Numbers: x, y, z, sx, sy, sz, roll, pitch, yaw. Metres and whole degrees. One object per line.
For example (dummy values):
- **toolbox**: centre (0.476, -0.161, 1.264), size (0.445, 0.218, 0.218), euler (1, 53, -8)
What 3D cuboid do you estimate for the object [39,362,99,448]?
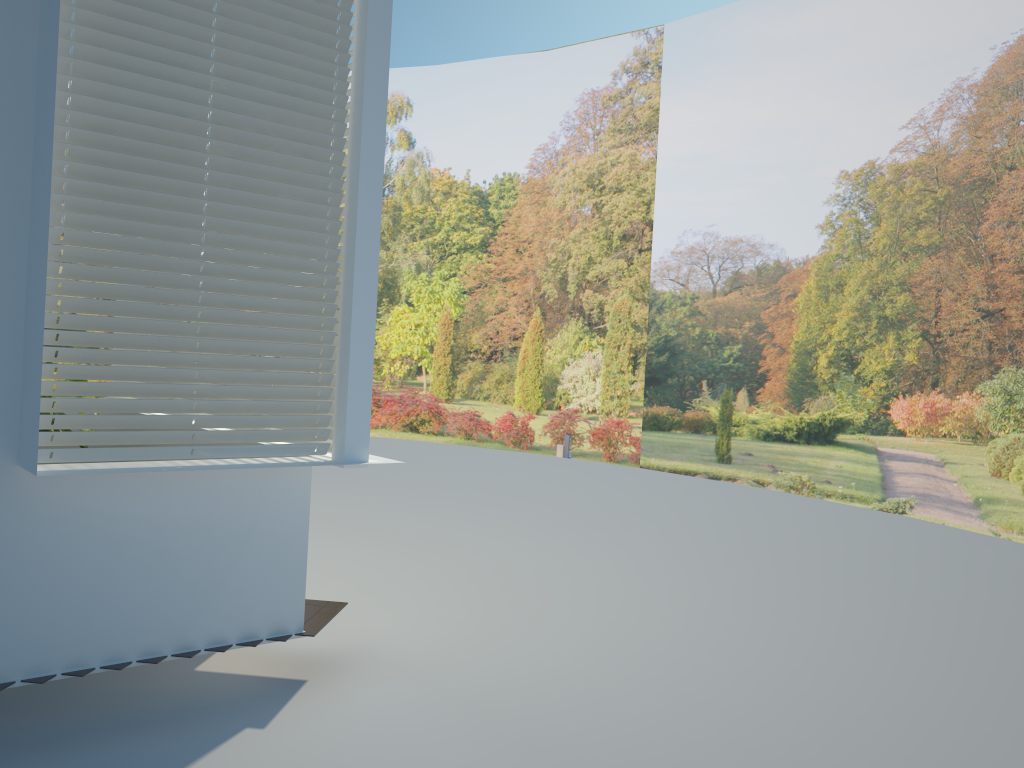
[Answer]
- **object**: centre (-3.205, 0.353, 5.615), size (1.121, 1.198, 1.026), euler (4, 1, 29)

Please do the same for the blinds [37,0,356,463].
- **blinds**: centre (-1.708, -1.897, 5.127), size (1.219, 4.265, 3.920), euler (3, 1, -21)
